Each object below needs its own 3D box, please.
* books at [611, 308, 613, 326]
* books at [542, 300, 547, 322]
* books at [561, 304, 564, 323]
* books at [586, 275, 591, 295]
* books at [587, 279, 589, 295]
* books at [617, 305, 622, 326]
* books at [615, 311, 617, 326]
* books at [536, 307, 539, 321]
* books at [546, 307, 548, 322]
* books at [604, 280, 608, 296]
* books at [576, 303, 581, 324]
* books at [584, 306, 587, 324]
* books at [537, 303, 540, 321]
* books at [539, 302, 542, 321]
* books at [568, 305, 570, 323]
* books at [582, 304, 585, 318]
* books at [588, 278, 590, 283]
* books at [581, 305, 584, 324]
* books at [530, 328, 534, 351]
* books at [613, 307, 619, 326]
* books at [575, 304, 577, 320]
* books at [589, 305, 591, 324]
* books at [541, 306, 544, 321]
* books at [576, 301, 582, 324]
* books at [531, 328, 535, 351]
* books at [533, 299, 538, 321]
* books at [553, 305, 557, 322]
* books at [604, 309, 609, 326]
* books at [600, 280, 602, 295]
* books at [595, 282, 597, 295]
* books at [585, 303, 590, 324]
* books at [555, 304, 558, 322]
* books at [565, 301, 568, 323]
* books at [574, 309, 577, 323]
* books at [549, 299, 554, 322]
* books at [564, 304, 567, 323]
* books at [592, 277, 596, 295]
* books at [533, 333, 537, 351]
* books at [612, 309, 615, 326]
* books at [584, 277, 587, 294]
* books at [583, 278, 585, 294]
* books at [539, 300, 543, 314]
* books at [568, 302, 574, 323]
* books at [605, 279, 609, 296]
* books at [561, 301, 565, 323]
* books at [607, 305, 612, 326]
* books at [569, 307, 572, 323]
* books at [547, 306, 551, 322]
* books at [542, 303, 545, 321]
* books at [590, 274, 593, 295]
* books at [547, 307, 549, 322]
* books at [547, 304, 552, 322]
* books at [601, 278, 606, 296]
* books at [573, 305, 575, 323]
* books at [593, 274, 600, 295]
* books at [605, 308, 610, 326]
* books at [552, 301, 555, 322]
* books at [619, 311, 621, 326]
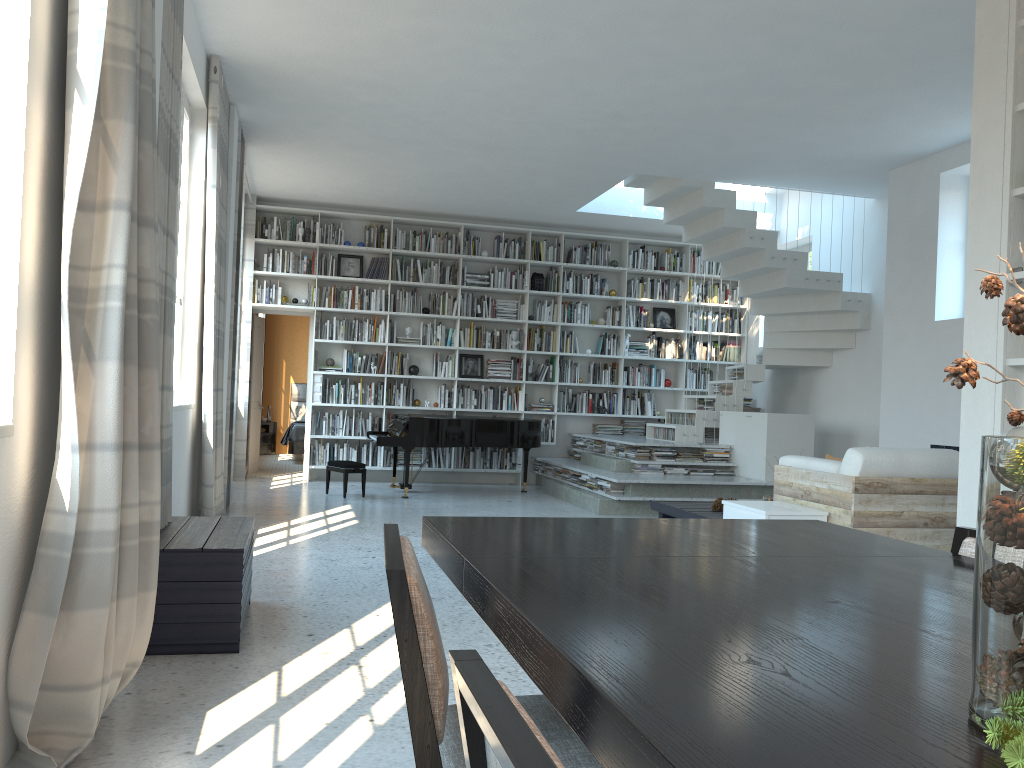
[{"bbox_3d":[1.240,-0.842,11.250,0.016,0.244,0.151,2,-1,-14],"label":"books"},{"bbox_3d":[0.395,-0.896,11.016,0.028,0.275,0.187,2,-1,-14],"label":"books"},{"bbox_3d":[0.607,-0.870,11.106,0.030,0.242,0.138,2,-1,-14],"label":"books"},{"bbox_3d":[0.956,-1.232,11.172,0.012,0.264,0.156,2,-1,-14],"label":"books"},{"bbox_3d":[0.932,-1.206,11.150,0.021,0.209,0.181,2,-1,-14],"label":"books"},{"bbox_3d":[1.358,-0.854,11.259,0.005,0.278,0.182,2,-1,-14],"label":"books"},{"bbox_3d":[1.293,-0.818,11.258,0.013,0.202,0.173,2,-1,-14],"label":"books"},{"bbox_3d":[0.298,-0.855,11.005,0.028,0.185,0.181,2,-1,-14],"label":"books"},{"bbox_3d":[0.406,-0.855,11.030,0.024,0.195,0.173,2,-1,-14],"label":"books"},{"bbox_3d":[1.153,-1.199,11.217,0.048,0.216,0.182,2,-1,-14],"label":"books"},{"bbox_3d":[0.814,-0.871,11.122,0.030,0.263,0.182,2,-1,-14],"label":"books"},{"bbox_3d":[0.908,-0.851,11.162,0.021,0.232,0.183,2,-1,-14],"label":"books"},{"bbox_3d":[0.313,-0.883,11.029,0.024,0.242,0.159,2,-1,-14],"label":"books"},{"bbox_3d":[0.332,-0.886,11.028,0.028,0.250,0.164,2,-1,-14],"label":"books"},{"bbox_3d":[0.692,-0.863,11.114,0.013,0.236,0.157,2,-1,-14],"label":"books"},{"bbox_3d":[0.883,-0.867,11.170,0.024,0.262,0.133,2,-1,-14],"label":"books"},{"bbox_3d":[0.944,-1.212,11.167,0.011,0.222,0.159,2,-1,-14],"label":"books"},{"bbox_3d":[0.864,-0.860,11.145,0.025,0.245,0.183,2,-1,-14],"label":"books"},{"bbox_3d":[0.227,-0.544,11.006,0.035,0.293,0.145,2,-1,-14],"label":"books"},{"bbox_3d":[1.311,-0.845,11.252,0.016,0.257,0.176,2,-1,-14],"label":"books"},{"bbox_3d":[0.788,-0.869,11.141,0.011,0.257,0.131,2,-1,-14],"label":"books"},{"bbox_3d":[0.965,-0.859,11.188,0.034,0.254,0.161,2,-1,-14],"label":"books"},{"bbox_3d":[0.356,-0.863,11.034,0.023,0.207,0.171,2,-1,-14],"label":"books"},{"bbox_3d":[0.836,-0.886,11.154,0.027,0.295,0.159,2,-1,-14],"label":"books"},{"bbox_3d":[0.243,-0.543,10.994,0.035,0.293,0.145,2,-1,-14],"label":"books"},{"bbox_3d":[0.283,-0.906,11.023,0.018,0.285,0.159,2,-1,-14],"label":"books"},{"bbox_3d":[0.513,-0.868,11.050,0.028,0.230,0.176,2,-1,-14],"label":"books"},{"bbox_3d":[1.192,-0.832,11.245,0.015,0.220,0.140,2,-1,-14],"label":"books"},{"bbox_3d":[1.089,-1.200,11.205,0.030,0.213,0.156,2,-1,-14],"label":"books"},{"bbox_3d":[1.033,-1.187,11.189,0.027,0.181,0.176,2,-1,-14],"label":"books"},{"bbox_3d":[0.933,-0.870,11.156,0.024,0.272,0.169,2,-1,-14],"label":"books"},{"bbox_3d":[0.528,-0.871,11.070,0.026,0.238,0.173,2,-1,-14],"label":"books"},{"bbox_3d":[0.675,-0.887,11.130,0.014,0.284,0.135,2,-1,-14],"label":"books"},{"bbox_3d":[0.770,-0.838,11.130,0.025,0.194,0.171,2,-1,-14],"label":"books"},{"bbox_3d":[0.479,-0.901,11.061,0.028,0.293,0.154,2,-1,-14],"label":"books"},{"bbox_3d":[0.647,-0.871,11.094,0.014,0.248,0.176,2,-1,-14],"label":"books"},{"bbox_3d":[1.007,-1.217,11.178,0.030,0.238,0.185,2,-1,-14],"label":"books"},{"bbox_3d":[0.272,-0.511,11.007,0.015,0.232,0.180,2,-1,-14],"label":"books"},{"bbox_3d":[1.266,-0.833,11.258,0.016,0.228,0.160,2,-1,-14],"label":"books"},{"bbox_3d":[0.908,-1.221,11.159,0.023,0.237,0.149,2,-1,-14],"label":"books"},{"bbox_3d":[0.881,-1.211,11.165,0.025,0.216,0.144,2,-1,-14],"label":"books"},{"bbox_3d":[0.346,-0.898,11.033,0.019,0.275,0.146,2,-1,-14],"label":"books"},{"bbox_3d":[0.735,-0.884,11.106,0.014,0.280,0.177,2,-1,-14],"label":"books"},{"bbox_3d":[1.185,-1.204,11.243,0.026,0.229,0.140,2,-1,-14],"label":"books"},{"bbox_3d":[0.630,-0.887,11.107,0.014,0.278,0.154,2,-1,-14],"label":"books"},{"bbox_3d":[1.228,-0.854,11.235,0.015,0.267,0.164,2,-1,-14],"label":"books"},{"bbox_3d":[0.710,-0.852,11.120,0.026,0.216,0.161,2,-1,-14],"label":"books"},{"bbox_3d":[0.444,-0.861,11.043,0.029,0.211,0.157,2,-1,-14],"label":"books"},{"bbox_3d":[0.372,-0.877,11.033,0.023,0.236,0.178,2,-1,-14],"label":"books"},{"bbox_3d":[0.983,-1.241,11.192,0.012,0.285,0.159,2,-1,-14],"label":"books"},{"bbox_3d":[0.424,-0.855,11.038,0.027,0.196,0.185,2,-1,-14],"label":"books"},{"bbox_3d":[0.461,-0.872,11.054,0.024,0.234,0.149,2,-1,-14],"label":"books"},{"bbox_3d":[1.133,-1.210,11.203,0.054,0.235,0.171,2,-1,-14],"label":"books"},{"bbox_3d":[0.751,-0.861,11.116,0.022,0.237,0.164,2,-1,-14],"label":"books"},{"bbox_3d":[1.066,-1.238,11.184,0.029,0.285,0.183,2,-1,-14],"label":"books"},{"bbox_3d":[1.212,-0.837,11.244,0.012,0.232,0.154,2,-1,-14],"label":"books"},{"bbox_3d":[0.494,-0.892,11.062,0.025,0.277,0.173,2,-1,-14],"label":"books"},{"bbox_3d":[1.346,-0.818,11.264,0.012,0.206,0.169,2,-1,-14],"label":"books"}]
